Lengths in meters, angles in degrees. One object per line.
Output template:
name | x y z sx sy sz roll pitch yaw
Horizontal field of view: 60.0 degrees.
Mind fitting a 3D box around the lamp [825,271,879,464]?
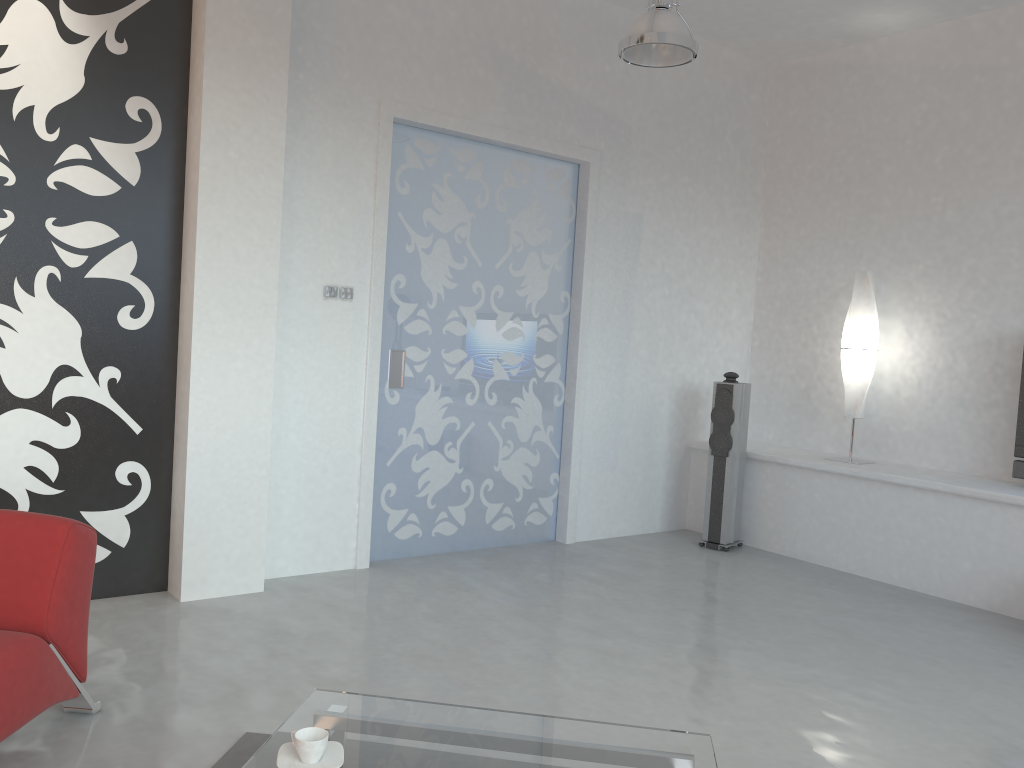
lamp | 2.257 -0.112 5.787 0.263 1.239 0.263 6 4 44

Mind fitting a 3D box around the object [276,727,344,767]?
object | -0.468 0.850 2.066 0.153 0.069 0.153 3 3 -11

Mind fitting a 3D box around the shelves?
shelves | 3.199 0.657 4.477 0.650 0.050 5.500 1 4 -37

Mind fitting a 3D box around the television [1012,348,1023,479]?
television | 3.318 0.176 4.528 0.343 0.919 1.356 1 4 -37

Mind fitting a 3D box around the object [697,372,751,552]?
object | 1.447 0.509 5.967 0.255 1.184 0.273 6 4 37

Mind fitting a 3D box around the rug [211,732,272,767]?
rug | -0.120 1.204 1.876 1.700 0.025 1.700 4 3 8

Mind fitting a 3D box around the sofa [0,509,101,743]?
sofa | -1.817 0.730 1.983 0.951 0.738 1.929 4 3 3

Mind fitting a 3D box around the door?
door | -0.212 -0.249 5.382 1.600 2.550 0.240 1 4 -37

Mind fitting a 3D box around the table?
table | -0.099 1.060 1.867 1.097 0.286 1.162 4 3 8

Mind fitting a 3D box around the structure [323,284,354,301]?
structure | -0.915 -0.483 4.686 0.170 0.080 0.016 1 4 -37

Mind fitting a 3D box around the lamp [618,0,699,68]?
lamp | 0.721 -1.970 4.226 0.379 0.800 0.379 1 4 -41
